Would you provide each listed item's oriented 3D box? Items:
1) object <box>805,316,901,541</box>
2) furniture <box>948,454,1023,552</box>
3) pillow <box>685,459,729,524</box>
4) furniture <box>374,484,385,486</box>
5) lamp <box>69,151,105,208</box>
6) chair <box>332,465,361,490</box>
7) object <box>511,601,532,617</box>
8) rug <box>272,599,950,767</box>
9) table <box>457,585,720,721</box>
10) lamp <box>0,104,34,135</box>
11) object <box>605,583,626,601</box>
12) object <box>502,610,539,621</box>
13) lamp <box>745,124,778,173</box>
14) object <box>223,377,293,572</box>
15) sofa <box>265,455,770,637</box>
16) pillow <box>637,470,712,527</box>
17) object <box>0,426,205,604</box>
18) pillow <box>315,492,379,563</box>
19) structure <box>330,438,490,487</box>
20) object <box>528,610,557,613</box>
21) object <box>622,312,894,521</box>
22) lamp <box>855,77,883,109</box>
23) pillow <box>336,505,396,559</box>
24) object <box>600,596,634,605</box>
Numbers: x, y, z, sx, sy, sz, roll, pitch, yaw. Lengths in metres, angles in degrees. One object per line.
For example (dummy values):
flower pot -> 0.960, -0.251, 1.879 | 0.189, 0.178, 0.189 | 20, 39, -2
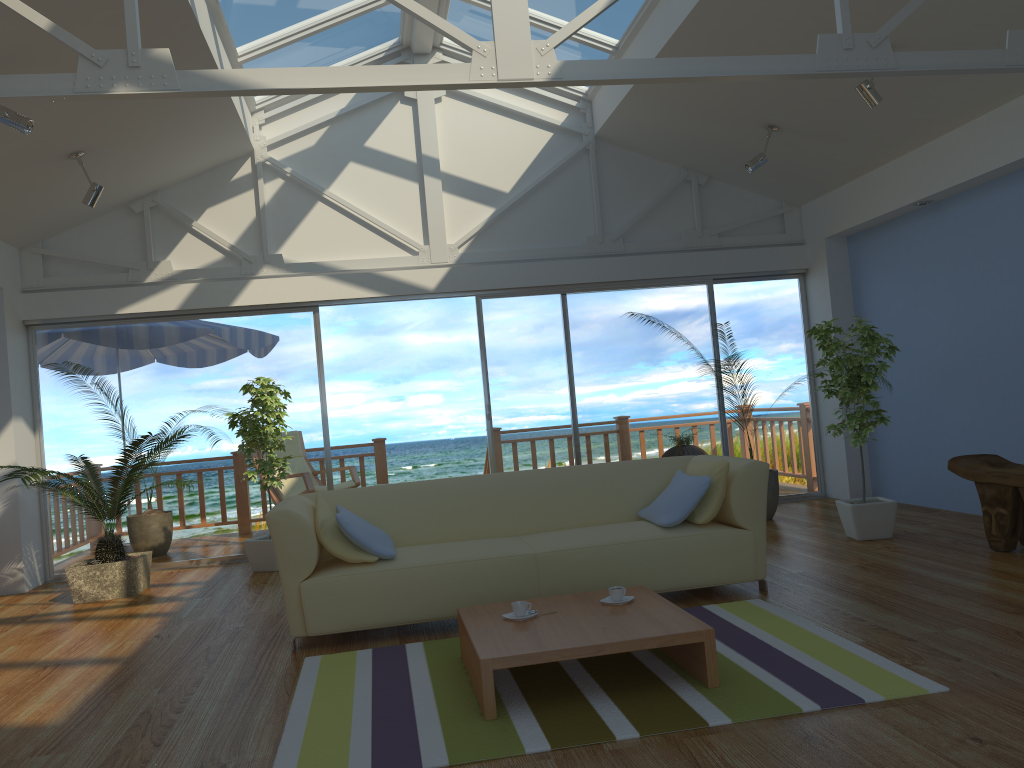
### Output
object -> 2.197, 0.268, 5.593 | 0.495, 1.409, 0.699 | -6, -2, 34
furniture -> 2.777, 0.645, 4.698 | 0.329, 0.507, 1.100 | -5, -2, -9
pillow -> 0.946, 0.544, 4.603 | 0.201, 0.311, 0.559 | -5, -2, -9
furniture -> -1.201, 1.122, 7.813 | 0.449, 0.427, 0.619 | -6, -2, 36
lamp -> -2.733, -1.312, 5.713 | 0.194, 0.353, 0.125 | -4, -2, -27
chair -> -1.949, 0.925, 8.349 | 0.859, 0.982, 0.632 | -6, -2, 36
object -> 0.034, 0.863, 3.401 | 0.062, 0.049, 0.078 | -6, -2, 27
rug -> 0.242, 1.080, 3.331 | 2.100, 0.018, 1.400 | -5, -2, -9
table -> 0.237, 0.972, 3.319 | 0.800, 0.198, 0.800 | -5, -2, -9
lamp -> -2.491, -1.385, 4.341 | 0.254, 0.327, 0.118 | -4, -2, -27
object -> 0.421, 0.818, 3.517 | 0.086, 0.077, 0.062 | -4, -2, -39
object -> 0.032, 0.887, 3.394 | 0.118, 0.016, 0.118 | -4, -2, -43
lamp -> 1.810, -1.705, 6.442 | 0.254, 0.327, 0.118 | -5, -2, 9
object -> -1.759, 0.640, 6.450 | 0.495, 1.409, 0.699 | -4, -2, -36
sofa -> 0.040, 0.778, 4.598 | 2.448, 0.597, 0.950 | -5, -2, -9
pillow -> 0.824, 0.592, 4.593 | 0.272, 0.244, 0.566 | -5, -2, -7
object -> -2.808, 0.877, 5.966 | 1.413, 1.093, 1.488 | -4, -2, -27
pillow -> -0.814, 0.691, 4.329 | 0.275, 0.312, 0.571 | -5, -2, -12
structure -> -0.727, 1.397, 9.366 | 6.950, 2.064, 4.086 | -5, -2, -9
object -> 0.118, 0.874, 3.408 | 0.119, 0.021, 0.025 | -5, -2, -18
object -> 1.874, 0.184, 6.725 | 1.706, 1.695, 1.563 | -5, -2, -18
lamp -> 2.056, -1.753, 5.060 | 0.195, 0.351, 0.127 | -5, -2, 9
pillow -> -0.718, 0.720, 4.351 | 0.272, 0.244, 0.566 | -5, -2, -12
object -> 0.417, 0.857, 3.510 | 0.118, 0.016, 0.118 | -6, -2, 36
